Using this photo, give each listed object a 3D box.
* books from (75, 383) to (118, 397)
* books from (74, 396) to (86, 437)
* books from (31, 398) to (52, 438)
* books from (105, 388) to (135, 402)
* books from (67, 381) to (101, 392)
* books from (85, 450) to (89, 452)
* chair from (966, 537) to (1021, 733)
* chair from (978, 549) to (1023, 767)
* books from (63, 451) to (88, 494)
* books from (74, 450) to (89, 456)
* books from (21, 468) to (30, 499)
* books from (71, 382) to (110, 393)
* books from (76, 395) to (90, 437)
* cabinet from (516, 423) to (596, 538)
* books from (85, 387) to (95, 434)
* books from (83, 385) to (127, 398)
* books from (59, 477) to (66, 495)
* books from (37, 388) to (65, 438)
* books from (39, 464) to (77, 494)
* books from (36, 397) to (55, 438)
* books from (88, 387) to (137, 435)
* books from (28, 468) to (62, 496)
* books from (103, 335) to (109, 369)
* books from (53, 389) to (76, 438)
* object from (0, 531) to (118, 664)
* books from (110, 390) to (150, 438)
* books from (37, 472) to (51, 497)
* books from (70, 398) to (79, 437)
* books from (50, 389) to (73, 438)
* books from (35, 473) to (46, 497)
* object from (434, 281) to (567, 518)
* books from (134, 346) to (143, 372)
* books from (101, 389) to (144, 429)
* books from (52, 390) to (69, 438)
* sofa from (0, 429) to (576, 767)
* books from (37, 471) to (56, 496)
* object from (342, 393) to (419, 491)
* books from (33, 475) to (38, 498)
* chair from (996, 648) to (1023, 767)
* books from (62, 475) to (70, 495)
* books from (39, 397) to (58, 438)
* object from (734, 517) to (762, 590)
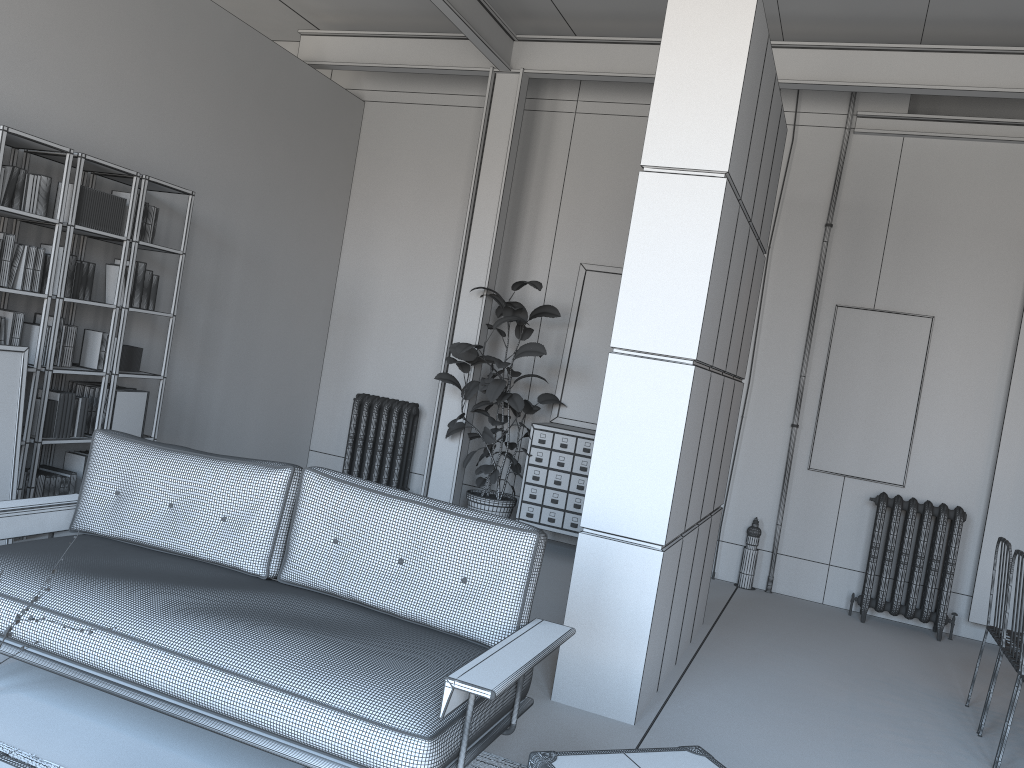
[{"bbox_3d":[-2.763,0.161,5.890,0.068,0.318,0.319,10,1,21],"label":"books"},{"bbox_3d":[-2.741,0.199,5.524,0.184,0.254,0.025,10,1,21],"label":"books"},{"bbox_3d":[-2.828,0.200,5.296,0.165,0.227,0.022,10,1,21],"label":"books"},{"bbox_3d":[-2.596,0.188,5.810,0.027,0.326,0.272,10,1,21],"label":"books"},{"bbox_3d":[-2.844,0.145,5.915,0.033,0.326,0.303,10,1,21],"label":"books"},{"bbox_3d":[-2.768,0.589,5.829,0.192,0.279,0.047,10,1,21],"label":"books"},{"bbox_3d":[2.754,1.340,4.638,0.488,0.975,0.474,10,1,21],"label":"chair"},{"bbox_3d":[2.581,1.322,4.174,0.488,0.975,0.474,10,1,21],"label":"chair"},{"bbox_3d":[-2.813,0.585,5.709,0.192,0.277,0.030,10,1,21],"label":"books"},{"bbox_3d":[-2.785,0.587,5.784,0.195,0.279,0.049,10,1,21],"label":"books"},{"bbox_3d":[-2.977,0.589,5.266,0.275,0.223,0.033,10,1,21],"label":"books"},{"bbox_3d":[-2.812,0.151,5.904,0.033,0.326,0.303,10,1,21],"label":"books"},{"bbox_3d":[-2.733,0.199,5.547,0.184,0.254,0.025,10,1,21],"label":"books"},{"bbox_3d":[0.553,0.898,7.377,0.796,1.026,0.668,10,1,21],"label":"cabinet"},{"bbox_3d":[-2.660,0.181,5.856,0.040,0.312,0.343,10,1,21],"label":"books"},{"bbox_3d":[-2.706,0.170,5.869,0.056,0.315,0.317,10,1,21],"label":"books"},{"bbox_3d":[-2.881,0.632,5.501,0.241,0.158,0.033,10,1,21],"label":"books"},{"bbox_3d":[-2.799,0.178,5.362,0.202,0.278,0.027,10,1,21],"label":"books"},{"bbox_3d":[-2.865,0.620,5.575,0.271,0.184,0.047,10,1,21],"label":"books"},{"bbox_3d":[-2.821,0.200,5.317,0.165,0.227,0.022,10,1,21],"label":"books"},{"bbox_3d":[-2.624,0.182,5.842,0.037,0.322,0.333,10,1,21],"label":"books"},{"bbox_3d":[-2.891,0.622,5.467,0.242,0.176,0.040,10,1,21],"label":"books"},{"bbox_3d":[-2.673,-0.212,5.751,0.162,0.229,0.053,10,1,28],"label":"books"},{"bbox_3d":[-2.772,0.181,5.439,0.202,0.278,0.027,10,1,21],"label":"books"},{"bbox_3d":[-1.076,0.601,1.817,0.443,0.709,0.194,9,1,-29],"label":"object"},{"bbox_3d":[-2.501,0.205,5.786,0.033,0.326,0.303,10,1,21],"label":"books"},{"bbox_3d":[-2.919,0.619,5.392,0.242,0.176,0.040,10,1,21],"label":"books"},{"bbox_3d":[-2.777,0.194,5.489,0.180,0.244,0.057,10,1,21],"label":"books"},{"bbox_3d":[-2.780,0.180,5.414,0.202,0.278,0.027,10,1,21],"label":"books"},{"bbox_3d":[-2.944,0.612,5.350,0.260,0.185,0.056,10,1,21],"label":"books"},{"bbox_3d":[-0.143,0.201,7.284,0.868,2.157,1.270,10,1,21],"label":"object"},{"bbox_3d":[-2.552,-0.166,5.972,0.134,0.177,0.012,10,1,21],"label":"books"},{"bbox_3d":[-2.548,0.198,5.803,0.068,0.327,0.303,10,1,21],"label":"books"},{"bbox_3d":[-2.791,0.179,5.388,0.202,0.278,0.027,10,1,21],"label":"books"},{"bbox_3d":[-1.012,0.767,3.163,2.347,0.948,0.952,10,1,21],"label":"sofa"},{"bbox_3d":[-2.906,0.621,5.429,0.242,0.176,0.040,10,1,21],"label":"books"},{"bbox_3d":[-1.225,0.623,8.213,0.733,1.007,0.328,10,1,21],"label":"object"},{"bbox_3d":[-2.966,0.609,5.304,0.271,0.184,0.047,10,1,21],"label":"books"},{"bbox_3d":[2.403,1.304,3.697,0.488,0.975,0.474,10,1,21],"label":"chair"},{"bbox_3d":[-2.870,0.633,5.532,0.241,0.158,0.033,10,1,21],"label":"books"},{"bbox_3d":[-2.813,0.201,5.339,0.165,0.227,0.022,10,1,21],"label":"books"},{"bbox_3d":[1.932,1.393,7.157,0.206,0.647,0.173,9,2,-34],"label":"object"}]
